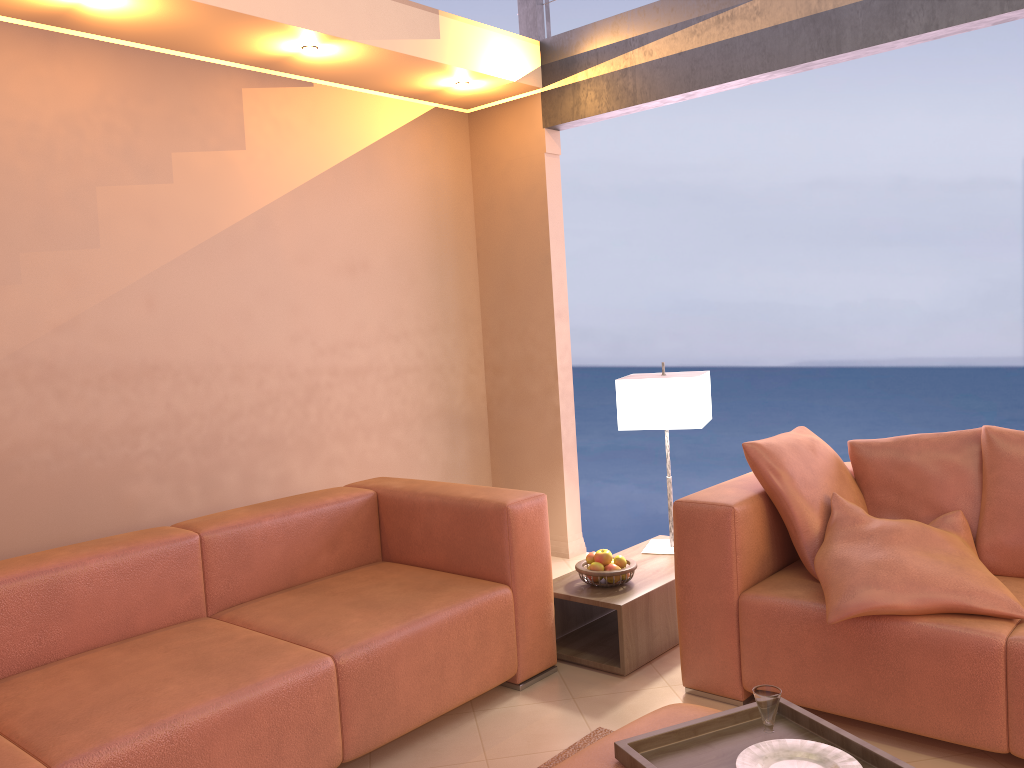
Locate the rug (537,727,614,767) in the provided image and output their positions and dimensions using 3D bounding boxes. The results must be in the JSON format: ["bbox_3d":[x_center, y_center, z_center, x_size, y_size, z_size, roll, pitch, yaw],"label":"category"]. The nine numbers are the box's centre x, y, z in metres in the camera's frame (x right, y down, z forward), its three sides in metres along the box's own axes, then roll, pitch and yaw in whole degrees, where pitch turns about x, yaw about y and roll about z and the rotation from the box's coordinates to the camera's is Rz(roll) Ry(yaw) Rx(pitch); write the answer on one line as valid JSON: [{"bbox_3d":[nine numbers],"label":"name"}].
[{"bbox_3d":[0.660,1.148,1.207,2.626,0.005,1.833,0,5,41],"label":"rug"}]

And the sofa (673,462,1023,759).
[{"bbox_3d":[1.866,0.656,2.396,2.781,0.672,0.943,0,5,41],"label":"sofa"}]

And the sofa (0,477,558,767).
[{"bbox_3d":[-1.080,0.837,2.498,0.943,0.672,2.781,0,5,41],"label":"sofa"}]

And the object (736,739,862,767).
[{"bbox_3d":[0.560,0.757,1.731,0.240,0.018,0.240,-3,4,5],"label":"object"}]

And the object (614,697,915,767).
[{"bbox_3d":[0.497,0.756,1.754,0.436,0.034,0.421,-5,4,-24],"label":"object"}]

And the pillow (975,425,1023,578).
[{"bbox_3d":[1.683,0.371,2.723,0.470,0.468,0.211,-1,5,36],"label":"pillow"}]

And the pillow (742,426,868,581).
[{"bbox_3d":[1.044,0.395,3.041,0.314,0.455,0.519,-1,5,38],"label":"pillow"}]

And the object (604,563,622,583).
[{"bbox_3d":[0.376,0.709,3.319,0.072,0.076,0.074,-7,5,-39],"label":"object"}]

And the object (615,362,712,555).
[{"bbox_3d":[0.666,0.305,3.788,0.344,0.799,0.344,-2,4,20],"label":"object"}]

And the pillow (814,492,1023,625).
[{"bbox_3d":[1.175,0.505,2.670,0.517,0.292,0.514,-3,4,10],"label":"pillow"}]

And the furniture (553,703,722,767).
[{"bbox_3d":[0.649,0.926,1.548,0.685,0.301,1.291,-7,5,-44],"label":"furniture"}]

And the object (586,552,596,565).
[{"bbox_3d":[0.307,0.665,3.388,0.047,0.046,0.054,-2,4,28],"label":"object"}]

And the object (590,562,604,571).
[{"bbox_3d":[0.317,0.689,3.315,0.055,0.047,0.045,-2,4,18],"label":"object"}]

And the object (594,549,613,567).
[{"bbox_3d":[0.345,0.658,3.350,0.069,0.061,0.068,-3,4,3],"label":"object"}]

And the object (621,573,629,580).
[{"bbox_3d":[0.422,0.719,3.357,0.046,0.046,0.055,-2,4,19],"label":"object"}]

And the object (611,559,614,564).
[{"bbox_3d":[0.374,0.704,3.393,0.076,0.065,0.077,-7,5,-37],"label":"object"}]

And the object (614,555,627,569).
[{"bbox_3d":[0.408,0.672,3.350,0.051,0.053,0.045,-5,4,-25],"label":"object"}]

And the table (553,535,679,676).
[{"bbox_3d":[0.537,0.864,3.580,0.412,0.268,0.918,0,5,41],"label":"table"}]

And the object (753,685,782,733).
[{"bbox_3d":[0.555,0.709,1.923,0.061,0.091,0.061,-2,4,26],"label":"object"}]

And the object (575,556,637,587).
[{"bbox_3d":[0.359,0.719,3.372,0.235,0.071,0.235,-1,5,33],"label":"object"}]

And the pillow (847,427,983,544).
[{"bbox_3d":[1.390,0.370,2.985,0.492,0.446,0.255,-2,4,25],"label":"pillow"}]
